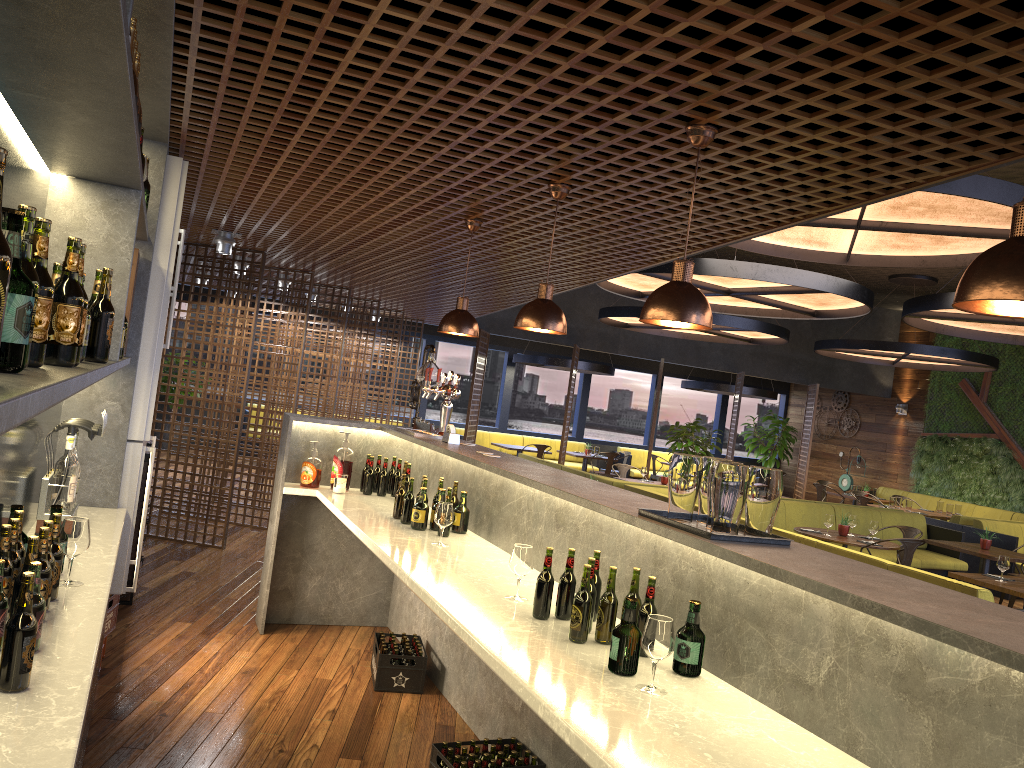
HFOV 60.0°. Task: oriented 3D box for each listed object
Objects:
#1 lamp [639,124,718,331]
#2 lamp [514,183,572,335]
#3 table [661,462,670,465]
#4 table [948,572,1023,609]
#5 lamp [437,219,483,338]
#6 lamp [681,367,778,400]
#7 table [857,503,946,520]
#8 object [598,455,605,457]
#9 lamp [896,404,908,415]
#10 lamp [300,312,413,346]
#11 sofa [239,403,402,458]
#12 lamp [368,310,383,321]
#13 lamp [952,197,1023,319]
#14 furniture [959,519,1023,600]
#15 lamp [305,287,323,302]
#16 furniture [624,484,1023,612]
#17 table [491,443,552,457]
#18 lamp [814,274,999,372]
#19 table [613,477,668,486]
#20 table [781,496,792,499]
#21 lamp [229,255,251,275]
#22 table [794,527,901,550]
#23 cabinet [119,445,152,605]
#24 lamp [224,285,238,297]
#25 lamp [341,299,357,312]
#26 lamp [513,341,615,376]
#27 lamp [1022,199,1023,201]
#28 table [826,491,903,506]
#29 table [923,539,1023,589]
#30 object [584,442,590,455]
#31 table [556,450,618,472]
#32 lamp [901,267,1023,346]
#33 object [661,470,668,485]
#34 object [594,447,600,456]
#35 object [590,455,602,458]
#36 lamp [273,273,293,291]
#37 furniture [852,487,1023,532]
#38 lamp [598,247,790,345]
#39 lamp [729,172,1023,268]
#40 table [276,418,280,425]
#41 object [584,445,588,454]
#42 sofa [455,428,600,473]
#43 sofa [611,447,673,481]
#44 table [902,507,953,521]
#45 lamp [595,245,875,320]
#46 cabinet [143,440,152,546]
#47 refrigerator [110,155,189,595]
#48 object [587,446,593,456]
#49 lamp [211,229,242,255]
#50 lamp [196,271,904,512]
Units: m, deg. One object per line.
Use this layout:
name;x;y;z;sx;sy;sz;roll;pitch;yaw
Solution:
lamp;0.600;-0.533;3.016;0.250;0.673;0.250;8;-1;11
lamp;0.175;-0.578;4.087;0.250;0.673;0.250;8;-1;11
table;3.615;2.065;18.134;0.906;0.763;0.887;8;-1;-22
table;4.122;1.998;7.056;0.906;0.763;0.887;8;-1;-22
lamp;-0.271;-0.624;5.210;0.250;0.673;0.250;8;-1;11
lamp;4.676;-0.872;18.587;1.979;2.172;1.979;8;-1;-37
table;5.993;2.334;13.782;0.887;0.763;0.906;8;-1;-22
object;1.765;1.409;17.350;0.157;0.019;0.255;8;-1;-22
lamp;7.832;0.505;17.901;0.189;0.215;0.215;8;-1;-22
lamp;-2.612;-1.893;15.650;1.979;2.172;1.979;8;-1;-15
sofa;-3.482;1.010;16.682;3.061;0.914;0.966;8;-1;-22
lamp;-2.075;-1.030;13.506;0.228;0.172;0.228;8;-1;-22
lamp;1.079;-0.483;1.810;0.250;0.673;0.250;8;-1;11
furniture;8.393;2.542;10.438;3.372;0.914;4.503;8;-1;-22
lamp;-2.509;-1.118;11.087;0.228;0.172;0.228;8;-1;-22
furniture;3.331;1.849;9.845;4.895;0.914;7.462;8;-1;-27
table;0.121;1.574;16.722;0.887;0.763;0.906;8;-1;-22
lamp;6.497;-1.056;14.562;2.778;1.362;2.778;7;-1;33
table;1.965;1.770;12.322;0.906;0.763;0.887;8;-1;-22
table;3.628;2.004;12.998;0.906;0.763;0.887;8;-1;-22
lamp;-2.684;-1.171;8.757;0.228;0.172;0.228;8;-1;-22
table;3.299;1.909;8.886;1.007;0.760;1.007;8;-1;16
cabinet;-2.740;0.934;6.081;0.473;1.007;0.553;8;-1;-22
lamp;-3.965;-1.298;12.528;0.228;0.172;0.228;8;-1;-22
lamp;-2.277;-1.072;12.287;0.228;0.172;0.228;8;-1;-22
lamp;1.137;-1.367;17.160;1.979;2.172;1.979;7;-1;23
lamp;4.182;-1.417;4.429;2.778;1.475;2.778;7;-1;33
table;6.179;2.382;15.677;0.887;0.763;0.906;8;-1;-22
table;5.030;2.150;9.465;0.887;0.763;0.906;8;-1;-22
object;1.493;1.244;17.264;0.238;0.271;0.260;8;-1;0
table;1.408;1.755;17.245;0.906;0.763;0.887;8;-1;-22
lamp;5.280;-1.220;8.381;2.778;1.475;2.778;7;-1;27
object;2.143;1.273;12.431;0.238;0.271;0.260;8;-1;0
object;1.649;1.312;17.245;0.102;0.178;0.102;8;-1;-36
object;1.592;1.381;16.950;0.255;0.019;0.157;8;-1;-22
lamp;-2.560;-1.139;9.937;0.228;0.172;0.228;8;-1;-22
furniture;6.686;2.362;14.745;3.378;0.916;4.755;8;-1;-22
lamp;2.756;-1.503;13.143;2.778;1.475;2.778;8;-1;-22
lamp;2.784;-1.754;6.959;2.778;1.159;2.778;7;-1;28
table;-3.650;1.045;15.202;0.887;0.763;0.906;8;-1;-22
object;1.457;1.288;17.436;0.102;0.178;0.102;8;-1;-36
sofa;0.265;1.536;18.192;3.061;0.914;0.966;8;-1;-22
sofa;3.750;2.025;19.597;3.061;0.914;0.966;8;-1;-22
table;6.851;2.454;14.128;0.887;0.763;0.906;8;-1;-22
lamp;2.328;-1.610;9.155;2.778;1.475;2.778;8;-1;-18
cabinet;-2.996;0.907;6.727;0.473;1.007;0.553;8;-1;-22
refrigerator;-2.086;-0.084;4.718;0.454;2.109;1.159;8;-1;-22
object;1.497;1.289;17.080;0.102;0.178;0.102;8;-1;-36
lamp;-2.326;-1.141;7.185;0.228;0.172;0.228;8;-1;-22
lamp;0.571;0.584;11.290;9.057;2.714;3.017;8;-1;-22
